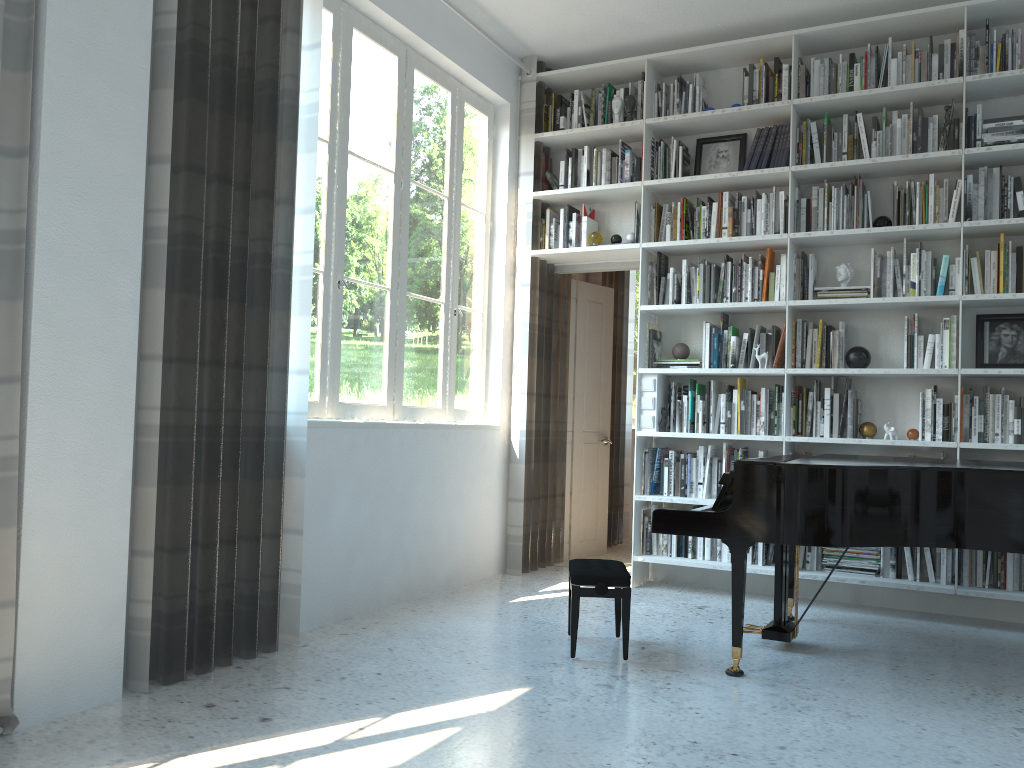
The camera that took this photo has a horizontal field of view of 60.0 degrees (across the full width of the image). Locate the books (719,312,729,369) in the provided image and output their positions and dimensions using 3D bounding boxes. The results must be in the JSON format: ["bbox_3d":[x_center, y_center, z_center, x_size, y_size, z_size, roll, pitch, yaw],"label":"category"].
[{"bbox_3d":[1.237,-0.243,5.169,0.011,0.336,0.153,1,-2,27],"label":"books"}]

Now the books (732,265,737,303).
[{"bbox_3d":[1.305,-0.557,5.132,0.013,0.229,0.177,1,-2,27],"label":"books"}]

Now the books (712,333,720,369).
[{"bbox_3d":[1.202,-0.181,5.147,0.029,0.208,0.189,1,-2,27],"label":"books"}]

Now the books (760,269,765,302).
[{"bbox_3d":[1.440,-0.542,5.069,0.013,0.203,0.161,1,-2,27],"label":"books"}]

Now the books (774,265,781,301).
[{"bbox_3d":[1.520,-0.551,5.033,0.031,0.223,0.145,1,-2,27],"label":"books"}]

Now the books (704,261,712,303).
[{"bbox_3d":[1.159,-0.579,5.221,0.011,0.271,0.158,1,-2,27],"label":"books"}]

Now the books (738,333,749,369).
[{"bbox_3d":[1.348,-0.181,5.111,0.056,0.214,0.143,1,-2,27],"label":"books"}]

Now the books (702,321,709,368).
[{"bbox_3d":[1.146,-0.219,5.203,0.012,0.285,0.159,1,-2,27],"label":"books"}]

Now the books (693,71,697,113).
[{"bbox_3d":[1.109,-1.695,5.303,0.007,0.301,0.145,1,-2,27],"label":"books"}]

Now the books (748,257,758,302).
[{"bbox_3d":[1.383,-0.579,5.091,0.015,0.275,0.157,1,-2,27],"label":"books"}]

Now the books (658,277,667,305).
[{"bbox_3d":[0.925,-0.537,5.319,0.037,0.182,0.189,1,-2,27],"label":"books"}]

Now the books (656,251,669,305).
[{"bbox_3d":[0.903,-0.614,5.327,0.012,0.333,0.184,1,-2,27],"label":"books"}]

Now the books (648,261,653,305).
[{"bbox_3d":[0.861,-0.588,5.379,0.012,0.285,0.159,1,-2,27],"label":"books"}]

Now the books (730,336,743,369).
[{"bbox_3d":[1.295,-0.171,5.101,0.029,0.190,0.189,1,-2,27],"label":"books"}]

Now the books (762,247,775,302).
[{"bbox_3d":[1.464,-0.603,5.060,0.035,0.325,0.170,1,-2,27],"label":"books"}]

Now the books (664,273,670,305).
[{"bbox_3d":[0.955,-0.549,5.324,0.042,0.208,0.143,1,-2,27],"label":"books"}]

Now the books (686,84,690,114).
[{"bbox_3d":[1.074,-1.655,5.304,0.013,0.219,0.181,1,-2,27],"label":"books"}]

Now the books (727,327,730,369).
[{"bbox_3d":[1.277,-0.199,5.146,0.022,0.249,0.129,1,-2,27],"label":"books"}]

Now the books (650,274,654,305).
[{"bbox_3d":[0.872,-0.551,5.362,0.026,0.209,0.155,1,-2,27],"label":"books"}]

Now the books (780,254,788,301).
[{"bbox_3d":[1.549,-0.582,5.025,0.027,0.286,0.148,1,-2,27],"label":"books"}]

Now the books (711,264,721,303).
[{"bbox_3d":[1.200,-0.564,5.190,0.023,0.242,0.184,1,-2,27],"label":"books"}]

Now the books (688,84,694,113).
[{"bbox_3d":[1.086,-1.653,5.290,0.021,0.213,0.173,1,-2,27],"label":"books"}]

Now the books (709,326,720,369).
[{"bbox_3d":[1.189,-0.203,5.187,0.031,0.255,0.143,1,-2,27],"label":"books"}]

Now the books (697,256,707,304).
[{"bbox_3d":[1.126,-0.591,5.227,0.011,0.293,0.183,1,-2,27],"label":"books"}]

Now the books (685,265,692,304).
[{"bbox_3d":[1.058,-0.568,5.258,0.011,0.246,0.176,1,-2,27],"label":"books"}]

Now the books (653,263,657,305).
[{"bbox_3d":[0.886,-0.580,5.337,0.027,0.266,0.176,1,-2,27],"label":"books"}]

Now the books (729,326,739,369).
[{"bbox_3d":[1.283,-0.201,5.122,0.011,0.250,0.172,1,-2,27],"label":"books"}]

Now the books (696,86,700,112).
[{"bbox_3d":[1.127,-1.646,5.285,0.014,0.202,0.170,1,-2,27],"label":"books"}]

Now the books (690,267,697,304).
[{"bbox_3d":[1.095,-0.565,5.266,0.049,0.242,0.139,1,-2,27],"label":"books"}]

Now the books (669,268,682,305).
[{"bbox_3d":[0.977,-0.563,5.296,0.022,0.235,0.177,1,-2,27],"label":"books"}]

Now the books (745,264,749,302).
[{"bbox_3d":[1.377,-0.562,5.125,0.028,0.242,0.131,1,-2,27],"label":"books"}]

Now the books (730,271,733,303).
[{"bbox_3d":[1.295,-0.544,5.152,0.021,0.205,0.130,1,-2,27],"label":"books"}]

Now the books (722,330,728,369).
[{"bbox_3d":[1.256,-0.190,5.164,0.030,0.231,0.148,1,-2,27],"label":"books"}]

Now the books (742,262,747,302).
[{"bbox_3d":[1.355,-0.567,5.126,0.011,0.251,0.139,1,-2,27],"label":"books"}]

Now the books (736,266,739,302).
[{"bbox_3d":[1.321,-0.555,5.136,0.013,0.227,0.151,1,-2,27],"label":"books"}]

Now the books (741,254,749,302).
[{"bbox_3d":[1.349,-0.593,5.136,0.011,0.304,0.130,1,-2,27],"label":"books"}]

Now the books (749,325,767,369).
[{"bbox_3d":[1.406,-0.202,5.066,0.060,0.255,0.158,1,-2,27],"label":"books"}]

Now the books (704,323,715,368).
[{"bbox_3d":[1.161,-0.213,5.193,0.024,0.273,0.150,1,-2,27],"label":"books"}]

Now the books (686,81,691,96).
[{"bbox_3d":[1.068,-1.672,5.318,0.013,0.252,0.129,1,-2,27],"label":"books"}]

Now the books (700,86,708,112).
[{"bbox_3d":[1.144,-1.649,5.288,0.013,0.210,0.136,1,-2,27],"label":"books"}]

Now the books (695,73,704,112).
[{"bbox_3d":[1.124,-1.690,5.308,0.015,0.293,0.131,1,-2,27],"label":"books"}]

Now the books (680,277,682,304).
[{"bbox_3d":[1.036,-0.537,5.303,0.021,0.187,0.129,1,-2,27],"label":"books"}]

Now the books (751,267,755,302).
[{"bbox_3d":[1.400,-0.549,5.096,0.012,0.217,0.160,1,-2,27],"label":"books"}]

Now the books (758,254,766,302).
[{"bbox_3d":[1.436,-0.586,5.089,0.015,0.292,0.144,1,-2,27],"label":"books"}]

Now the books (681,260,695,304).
[{"bbox_3d":[1.047,-0.585,5.274,0.023,0.281,0.174,1,-2,27],"label":"books"}]

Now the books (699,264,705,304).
[{"bbox_3d":[1.136,-0.568,5.212,0.021,0.247,0.189,1,-2,27],"label":"books"}]

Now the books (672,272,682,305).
[{"bbox_3d":[0.994,-0.548,5.275,0.028,0.203,0.188,1,-2,27],"label":"books"}]

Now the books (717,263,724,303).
[{"bbox_3d":[1.239,-0.570,5.190,0.048,0.256,0.141,1,-2,27],"label":"books"}]

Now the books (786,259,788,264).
[{"bbox_3d":[1.577,-0.568,5.011,0.036,0.257,0.123,1,-2,27],"label":"books"}]

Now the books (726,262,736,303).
[{"bbox_3d":[1.277,-0.570,5.162,0.021,0.256,0.156,1,-2,27],"label":"books"}]

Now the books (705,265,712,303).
[{"bbox_3d":[1.166,-0.563,5.198,0.024,0.237,0.167,1,-2,27],"label":"books"}]

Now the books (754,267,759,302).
[{"bbox_3d":[1.417,-0.551,5.092,0.021,0.220,0.148,1,-2,27],"label":"books"}]

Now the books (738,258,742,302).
[{"bbox_3d":[1.331,-0.578,5.127,0.012,0.272,0.145,1,-2,27],"label":"books"}]

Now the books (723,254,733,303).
[{"bbox_3d":[1.259,-0.592,5.161,0.013,0.299,0.151,1,-2,27],"label":"books"}]

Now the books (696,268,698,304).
[{"bbox_3d":[1.115,-0.559,5.234,0.014,0.229,0.148,1,-2,27],"label":"books"}]

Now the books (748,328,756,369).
[{"bbox_3d":[1.379,-0.195,5.095,0.013,0.241,0.141,1,-2,27],"label":"books"}]

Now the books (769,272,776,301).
[{"bbox_3d":[1.492,-0.532,5.046,0.030,0.183,0.152,1,-2,27],"label":"books"}]
